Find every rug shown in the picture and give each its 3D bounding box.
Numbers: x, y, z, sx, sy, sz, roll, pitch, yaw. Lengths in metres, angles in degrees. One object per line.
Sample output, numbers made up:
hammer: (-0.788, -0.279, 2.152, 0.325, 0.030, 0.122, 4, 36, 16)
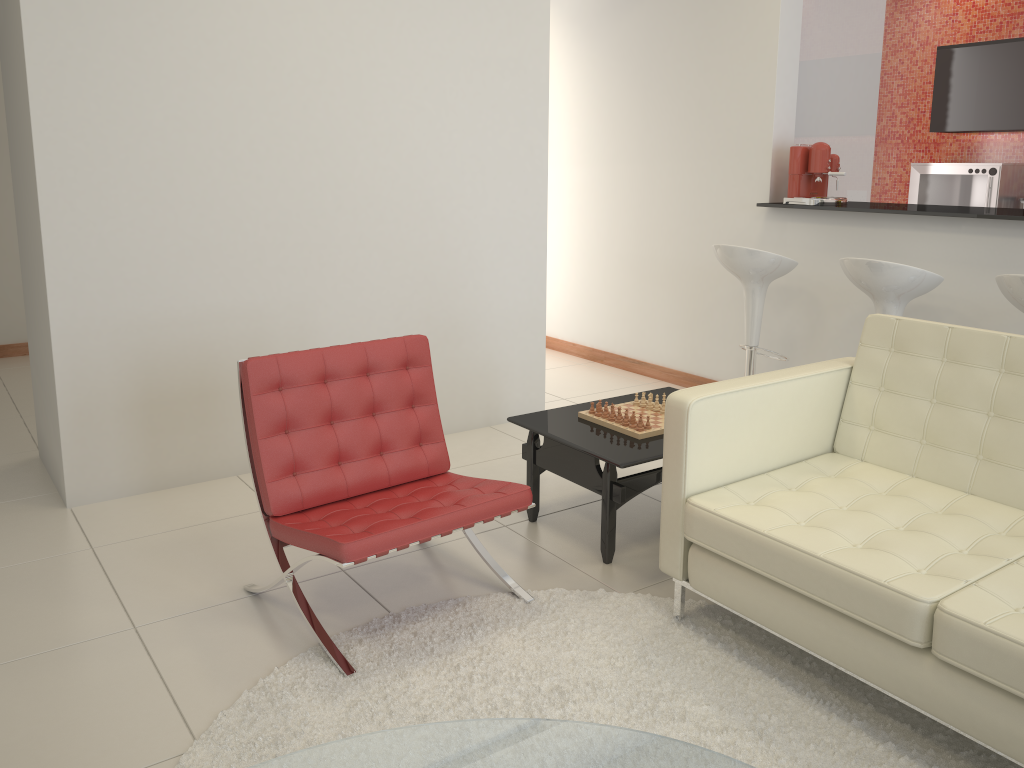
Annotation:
rug: (0.564, 1.080, 1.488, 2.451, 0.004, 3.356, -9, 17, -32)

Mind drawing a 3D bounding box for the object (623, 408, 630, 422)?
object: (0.447, 0.120, 3.451, 0.030, 0.049, 0.030, -6, 13, -27)

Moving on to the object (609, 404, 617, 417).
object: (0.401, 0.104, 3.515, 0.030, 0.049, 0.030, -6, 13, -27)

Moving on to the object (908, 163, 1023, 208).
object: (3.570, -1.503, 6.985, 0.437, 0.465, 0.728, -8, 16, -34)

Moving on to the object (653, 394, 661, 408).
object: (0.598, 0.069, 3.650, 0.030, 0.054, 0.030, -6, 13, -27)

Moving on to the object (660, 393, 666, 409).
object: (0.621, 0.070, 3.616, 0.030, 0.069, 0.030, -6, 13, -27)

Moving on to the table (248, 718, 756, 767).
table: (-0.097, 0.991, 1.009, 1.543, 0.400, 1.331, -10, 17, -35)

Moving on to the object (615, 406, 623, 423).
object: (0.414, 0.118, 3.427, 0.030, 0.063, 0.030, -6, 13, -27)

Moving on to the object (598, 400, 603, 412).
object: (0.355, 0.087, 3.580, 0.030, 0.049, 0.030, -6, 13, -27)

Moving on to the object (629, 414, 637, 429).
object: (0.460, 0.140, 3.364, 0.030, 0.052, 0.030, -6, 13, -27)

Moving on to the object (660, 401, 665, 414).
object: (0.611, 0.093, 3.563, 0.030, 0.049, 0.030, -6, 13, -27)

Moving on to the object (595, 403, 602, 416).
object: (0.345, 0.100, 3.525, 0.030, 0.052, 0.030, -6, 13, -27)

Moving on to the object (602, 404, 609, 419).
object: (0.368, 0.106, 3.492, 0.030, 0.054, 0.030, -6, 13, -27)

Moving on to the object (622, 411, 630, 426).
object: (0.437, 0.131, 3.396, 0.030, 0.054, 0.030, -6, 13, -27)

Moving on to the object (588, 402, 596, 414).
object: (0.323, 0.095, 3.558, 0.030, 0.043, 0.030, -6, 13, -27)

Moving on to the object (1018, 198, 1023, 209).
object: (3.836, -1.267, 6.552, 0.172, 0.213, 0.174, -3, 13, -16)

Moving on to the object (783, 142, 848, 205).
object: (1.723, -1.150, 4.839, 0.322, 0.333, 0.323, -8, 15, -34)

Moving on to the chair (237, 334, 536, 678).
chair: (-0.416, 0.315, 2.887, 0.703, 0.808, 0.711, -10, 16, -39)

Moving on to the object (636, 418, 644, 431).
object: (0.483, 0.152, 3.332, 0.030, 0.043, 0.030, -6, 13, -27)

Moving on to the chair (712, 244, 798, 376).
chair: (1.306, -0.258, 4.825, 0.465, 1.010, 0.461, -5, 12, -23)

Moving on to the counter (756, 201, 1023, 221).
counter: (2.533, -0.762, 4.025, 0.738, 0.019, 2.989, -9, 17, -34)

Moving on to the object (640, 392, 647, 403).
object: (0.552, 0.058, 3.715, 0.030, 0.043, 0.030, -6, 13, -27)

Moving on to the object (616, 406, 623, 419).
object: (0.424, 0.112, 3.483, 0.030, 0.049, 0.030, -6, 13, -27)

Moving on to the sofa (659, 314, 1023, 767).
sofa: (1.587, 0.491, 1.987, 1.004, 0.912, 2.586, -8, 16, -34)

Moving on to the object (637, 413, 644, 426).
object: (0.493, 0.136, 3.386, 0.030, 0.049, 0.030, -6, 13, -27)

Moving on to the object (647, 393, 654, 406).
object: (0.575, 0.062, 3.682, 0.030, 0.052, 0.030, -10, 16, -41)

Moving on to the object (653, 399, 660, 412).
object: (0.588, 0.085, 3.596, 0.030, 0.049, 0.030, -6, 13, -27)

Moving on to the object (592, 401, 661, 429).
object: (0.517, 0.125, 3.528, 0.351, 0.001, 0.349, -9, 17, -34)

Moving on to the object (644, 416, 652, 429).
object: (0.516, 0.144, 3.354, 0.030, 0.049, 0.030, -6, 13, -27)

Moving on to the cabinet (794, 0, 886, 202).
cabinet: (1.493, -1.380, 6.264, 1.061, 2.496, 1.650, -7, 14, -34)

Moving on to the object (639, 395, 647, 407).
object: (0.542, 0.068, 3.660, 0.030, 0.049, 0.030, -6, 13, -27)

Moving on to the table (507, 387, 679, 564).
table: (0.548, 0.347, 3.586, 0.920, 0.418, 0.706, -9, 16, -34)

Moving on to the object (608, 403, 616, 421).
object: (0.391, 0.107, 3.459, 0.030, 0.069, 0.030, -6, 13, -27)

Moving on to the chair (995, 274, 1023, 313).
chair: (2.178, 0.053, 3.596, 0.465, 1.010, 0.461, -5, 12, -23)

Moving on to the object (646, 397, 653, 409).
object: (0.565, 0.076, 3.628, 0.030, 0.049, 0.030, -6, 13, -27)

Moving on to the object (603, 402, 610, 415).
object: (0.378, 0.095, 3.547, 0.030, 0.049, 0.030, -6, 13, -27)

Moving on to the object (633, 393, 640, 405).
object: (0.519, 0.060, 3.692, 0.030, 0.049, 0.030, -6, 13, -27)

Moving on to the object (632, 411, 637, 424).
object: (0.470, 0.128, 3.419, 0.030, 0.049, 0.030, -6, 13, -27)

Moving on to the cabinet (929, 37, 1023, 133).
cabinet: (4.415, -2.032, 5.826, 0.353, 0.652, 3.269, -8, 16, -34)

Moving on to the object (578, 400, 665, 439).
object: (0.517, 0.136, 3.530, 0.361, 0.021, 0.363, -9, 17, -34)

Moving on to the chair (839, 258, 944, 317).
chair: (1.760, -0.096, 4.185, 0.465, 1.010, 0.461, -5, 12, -23)
